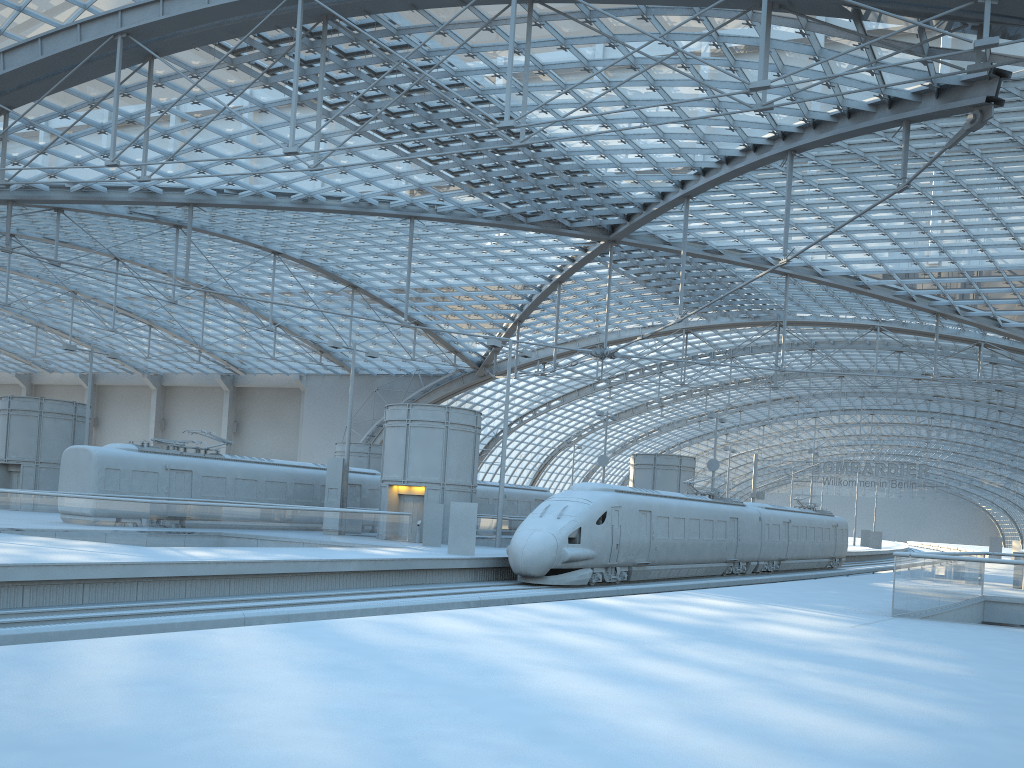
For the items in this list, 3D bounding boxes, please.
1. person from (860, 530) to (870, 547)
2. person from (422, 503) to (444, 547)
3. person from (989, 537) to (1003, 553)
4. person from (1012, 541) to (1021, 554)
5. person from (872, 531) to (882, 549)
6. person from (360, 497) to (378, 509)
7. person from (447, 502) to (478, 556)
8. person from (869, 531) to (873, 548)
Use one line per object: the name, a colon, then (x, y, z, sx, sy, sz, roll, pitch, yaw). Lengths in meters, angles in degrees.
person: (36.845, 16.135, 91.859, 0.898, 1.797, 0.001, 2, -1, 28)
person: (-2.880, 5.175, 32.096, 0.709, 1.611, 0.001, 3, -1, 12)
person: (33.295, 11.424, 60.438, 0.001, 1.797, 0.900, 4, -2, -31)
person: (36.963, 12.313, 64.419, 0.001, 1.610, 0.809, 4, -2, -11)
person: (34.878, 14.942, 83.862, 0.825, 1.730, 0.001, 2, -1, 33)
person: (-6.664, 6.134, 40.686, 0.826, 1.731, 0.001, 3, -1, 7)
person: (-1.539, 4.589, 27.758, 0.874, 1.704, 0.001, 3, -1, 7)
person: (36.016, 15.501, 87.360, 0.873, 1.704, 0.001, 2, -1, 33)
